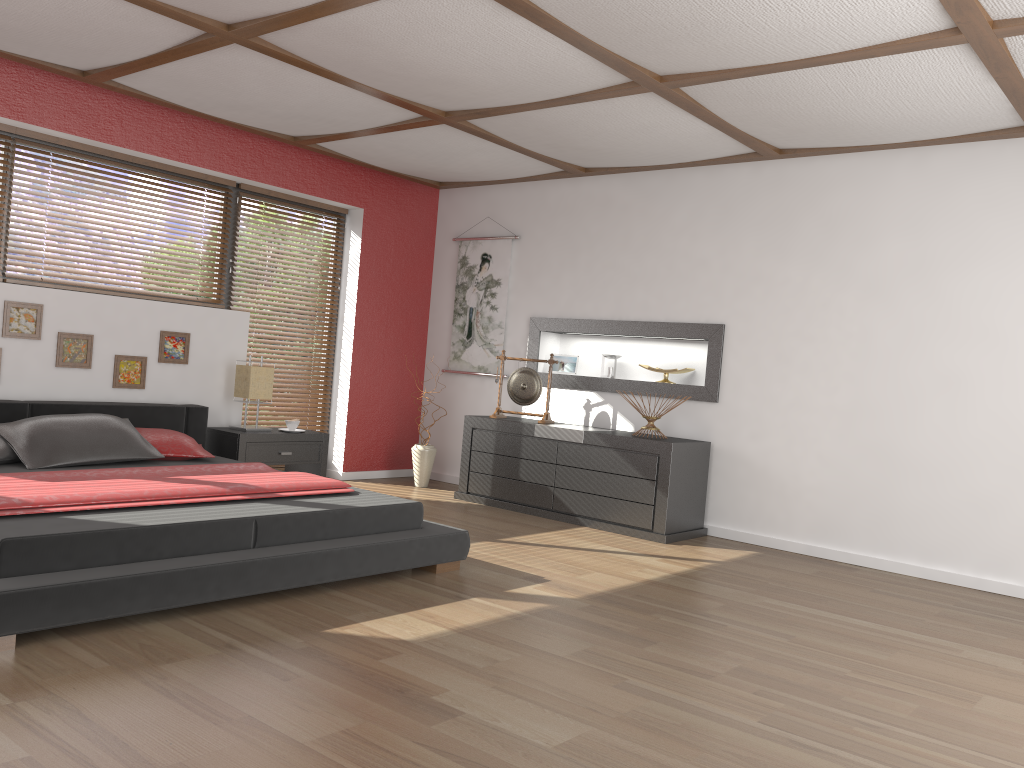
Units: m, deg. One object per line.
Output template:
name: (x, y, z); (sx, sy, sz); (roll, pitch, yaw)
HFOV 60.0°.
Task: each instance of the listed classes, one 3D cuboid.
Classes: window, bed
window: (-1.731, -0.395, 6.617); (0.020, 1.893, 0.889); (6, 1, 39)
bed: (-1.890, 0.453, 4.005); (2.413, 0.577, 2.469); (6, 1, 39)
window: (-2.921, -1.016, 5.103); (0.020, 0.786, 2.817); (6, 1, 39)

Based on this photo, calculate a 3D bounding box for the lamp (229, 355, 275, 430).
lamp: (-1.699, 0.053, 5.828); (0.200, 0.480, 0.200); (6, 1, 39)

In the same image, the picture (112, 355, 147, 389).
picture: (-2.319, -0.072, 5.385); (0.010, 0.200, 0.200); (6, 1, 39)

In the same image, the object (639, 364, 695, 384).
object: (1.068, -0.063, 6.144); (0.350, 0.116, 0.181); (5, 1, 29)

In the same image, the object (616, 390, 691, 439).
object: (0.896, 0.200, 5.693); (0.481, 0.282, 0.481); (5, 1, 6)

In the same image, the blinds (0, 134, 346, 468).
blinds: (-2.919, -0.434, 5.066); (0.032, 1.952, 4.840); (6, 1, 39)

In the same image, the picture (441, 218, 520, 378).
picture: (-0.251, -0.702, 7.075); (0.701, 1.270, 0.028); (6, 1, 39)

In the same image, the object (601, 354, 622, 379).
object: (0.721, -0.126, 6.454); (0.159, 0.171, 0.159); (5, 1, -2)

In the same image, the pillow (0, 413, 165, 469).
pillow: (-2.200, 0.277, 4.521); (0.386, 0.241, 0.744); (5, 1, 35)

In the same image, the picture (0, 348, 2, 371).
picture: (-2.845, -0.101, 4.745); (0.010, 0.200, 0.200); (6, 1, 39)

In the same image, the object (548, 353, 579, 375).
object: (0.388, -0.150, 6.685); (0.226, 0.146, 0.041); (5, 1, 19)

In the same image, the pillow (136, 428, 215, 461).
pillow: (-2.059, 0.334, 4.919); (0.745, 0.172, 0.418); (4, 1, -31)

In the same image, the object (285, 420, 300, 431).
object: (-1.480, 0.281, 5.970); (0.099, 0.069, 0.099); (4, 1, -26)

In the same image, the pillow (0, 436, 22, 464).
pillow: (-2.595, 0.301, 4.181); (0.418, 0.172, 0.745); (5, 1, 15)

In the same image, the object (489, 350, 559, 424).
object: (0.091, 0.014, 6.347); (0.490, 0.498, 0.173); (5, 1, 24)

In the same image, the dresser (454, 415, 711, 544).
dresser: (0.444, 0.600, 6.057); (1.740, 0.608, 0.540); (6, 1, 39)

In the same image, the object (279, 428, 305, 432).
object: (-1.483, 0.314, 5.971); (0.179, 0.012, 0.179); (4, 1, -26)

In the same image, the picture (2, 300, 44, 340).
picture: (-2.698, -0.350, 4.893); (0.010, 0.200, 0.200); (6, 1, 39)

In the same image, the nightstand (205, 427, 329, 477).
nightstand: (-1.632, 0.521, 5.902); (0.413, 0.423, 0.700); (6, 1, 39)

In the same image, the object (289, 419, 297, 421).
object: (-1.478, 0.243, 5.976); (0.007, 0.007, 0.192); (5, 1, 4)

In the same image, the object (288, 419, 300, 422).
object: (-1.466, 0.245, 5.956); (0.007, 0.007, 0.192); (5, 1, 9)

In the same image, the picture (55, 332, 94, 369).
picture: (-2.525, -0.193, 5.122); (0.010, 0.200, 0.200); (6, 1, 39)

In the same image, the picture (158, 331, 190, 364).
picture: (-2.130, -0.229, 5.596); (0.010, 0.200, 0.200); (6, 1, 39)

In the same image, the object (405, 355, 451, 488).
object: (-0.699, 0.277, 6.813); (0.364, 1.035, 0.422); (5, 1, 15)
